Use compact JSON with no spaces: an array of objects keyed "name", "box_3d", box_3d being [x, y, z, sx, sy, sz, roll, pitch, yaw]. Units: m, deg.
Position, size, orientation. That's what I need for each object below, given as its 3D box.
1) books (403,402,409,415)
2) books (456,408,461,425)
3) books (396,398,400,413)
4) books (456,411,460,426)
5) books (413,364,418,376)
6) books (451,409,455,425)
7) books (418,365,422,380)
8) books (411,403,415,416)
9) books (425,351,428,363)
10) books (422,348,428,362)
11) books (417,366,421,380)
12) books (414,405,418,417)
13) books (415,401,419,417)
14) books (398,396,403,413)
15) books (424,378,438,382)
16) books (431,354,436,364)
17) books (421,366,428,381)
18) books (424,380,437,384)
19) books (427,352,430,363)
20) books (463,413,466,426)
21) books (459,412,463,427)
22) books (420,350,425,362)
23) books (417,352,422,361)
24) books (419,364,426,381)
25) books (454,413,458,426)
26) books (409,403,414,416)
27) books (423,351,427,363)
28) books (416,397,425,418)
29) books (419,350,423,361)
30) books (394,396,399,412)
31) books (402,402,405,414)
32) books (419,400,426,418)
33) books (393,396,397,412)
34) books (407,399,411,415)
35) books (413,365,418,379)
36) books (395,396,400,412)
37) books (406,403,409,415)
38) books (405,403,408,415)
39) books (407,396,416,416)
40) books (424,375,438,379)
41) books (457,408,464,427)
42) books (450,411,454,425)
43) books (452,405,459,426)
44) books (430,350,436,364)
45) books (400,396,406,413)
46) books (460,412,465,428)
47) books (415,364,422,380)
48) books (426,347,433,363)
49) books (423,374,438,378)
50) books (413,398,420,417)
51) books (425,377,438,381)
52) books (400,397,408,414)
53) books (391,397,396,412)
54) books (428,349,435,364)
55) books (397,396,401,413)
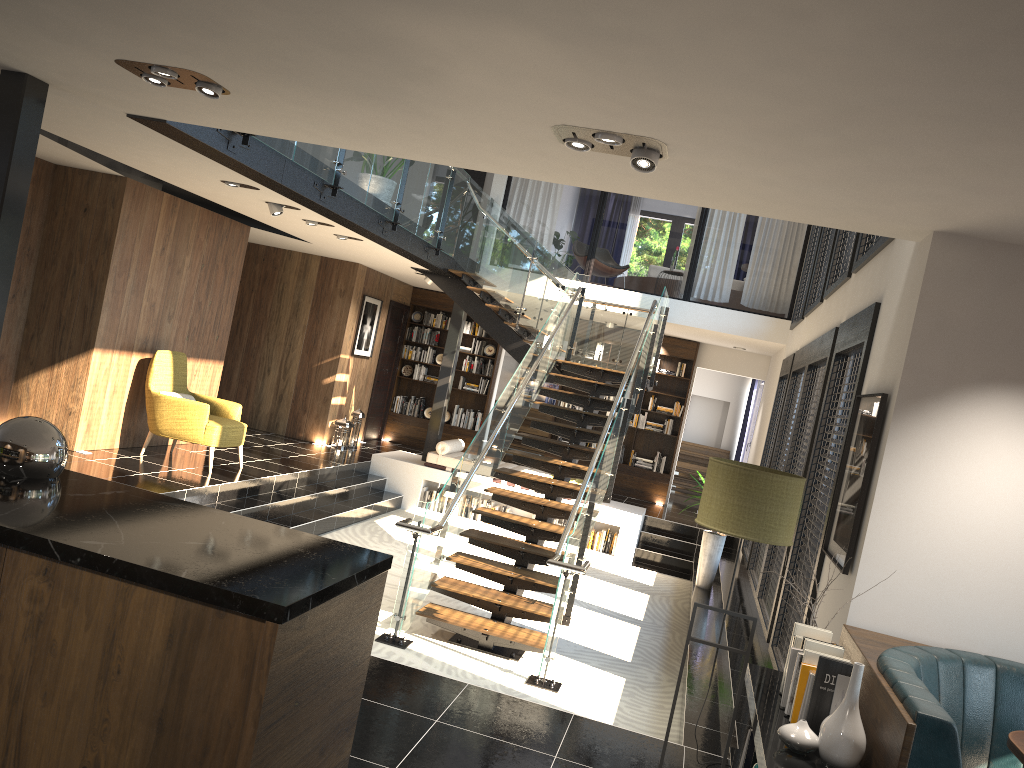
[{"name":"books","box_3d":[-1.826,0.420,15.336,0.021,0.217,0.220,12,1,12]},{"name":"books","box_3d":[-0.910,0.564,15.158,0.019,0.317,0.122,12,2,12]},{"name":"books","box_3d":[-1.940,0.369,15.362,0.022,0.269,0.216,12,1,12]},{"name":"books","box_3d":[-0.895,0.582,15.156,0.019,0.289,0.145,12,2,12]},{"name":"books","box_3d":[-1.658,-0.212,15.333,0.020,0.264,0.152,12,2,12]},{"name":"books","box_3d":[-0.984,0.569,15.172,0.024,0.278,0.135,12,2,12]},{"name":"books","box_3d":[-1.565,-0.193,15.306,0.024,0.265,0.148,12,2,12]},{"name":"books","box_3d":[-1.676,0.449,15.330,0.036,0.222,0.173,12,1,12]},{"name":"books","box_3d":[-1.444,-0.466,15.297,0.027,0.214,0.159,12,1,12]},{"name":"books","box_3d":[-1.491,-0.491,15.295,0.020,0.243,0.154,12,2,12]},{"name":"books","box_3d":[-1.592,-0.189,15.318,0.031,0.245,0.120,12,2,12]},{"name":"books","box_3d":[-1.629,0.466,15.319,0.033,0.208,0.192,12,1,12]},{"name":"books","box_3d":[-1.595,0.425,15.293,0.027,0.304,0.204,12,2,12]},{"name":"books","box_3d":[-1.904,0.358,15.353,0.015,0.306,0.222,12,1,12]},{"name":"books","box_3d":[-1.368,-0.059,15.264,0.266,0.021,0.152,12,1,11]},{"name":"books","box_3d":[-1.353,-0.430,15.266,0.015,0.181,0.136,12,1,12]},{"name":"books","box_3d":[-1.507,-0.175,15.304,0.030,0.253,0.138,12,2,12]},{"name":"books","box_3d":[-1.374,-0.034,15.263,0.262,0.032,0.155,12,1,14]},{"name":"books","box_3d":[-1.408,-0.457,15.279,0.018,0.211,0.157,12,1,12]},{"name":"books","box_3d":[-0.791,0.619,15.131,0.025,0.260,0.114,12,2,12]},{"name":"books","box_3d":[-0.854,0.610,15.151,0.033,0.250,0.115,12,2,12]},{"name":"books","box_3d":[-1.517,-0.477,15.273,0.016,0.206,0.205,12,1,12]},{"name":"books","box_3d":[-1.586,-0.472,15.315,0.026,0.167,0.173,12,1,12]},{"name":"books","box_3d":[-1.538,-0.194,15.292,0.032,0.279,0.133,12,2,12]},{"name":"books","box_3d":[-0.946,0.609,15.165,0.034,0.215,0.104,12,2,12]},{"name":"books","box_3d":[-1.709,0.442,15.338,0.034,0.223,0.209,12,1,12]},{"name":"books","box_3d":[-1.477,-0.462,15.279,0.025,0.194,0.172,12,1,12]},{"name":"books","box_3d":[-1.573,0.404,15.264,0.019,0.357,0.235,12,2,12]},{"name":"books","box_3d":[-1.542,-0.488,15.314,0.053,0.216,0.151,12,2,12]},{"name":"books","box_3d":[-1.982,0.354,15.385,0.014,0.282,0.232,12,1,12]},{"name":"books","box_3d":[-1.843,0.419,15.389,0.035,0.212,0.159,12,1,12]},{"name":"books","box_3d":[-1.543,0.430,15.281,0.042,0.316,0.193,12,2,12]},{"name":"books","box_3d":[-1.996,0.347,15.421,0.032,0.288,0.180,12,2,12]},{"name":"books","box_3d":[-1.747,0.404,15.325,0.017,0.282,0.232,12,1,12]},{"name":"books","box_3d":[-1.644,-0.205,15.293,0.026,0.257,0.192,12,1,12]},{"name":"books","box_3d":[-1.957,0.358,15.398,0.030,0.283,0.170,12,2,12]},{"name":"books","box_3d":[-1.772,0.429,15.342,0.026,0.222,0.209,12,1,12]},{"name":"books","box_3d":[-1.798,0.431,15.358,0.029,0.207,0.167,12,1,12]},{"name":"books","box_3d":[-1.729,0.378,15.304,0.016,0.341,0.217,12,2,12]},{"name":"books","box_3d":[-1.361,-0.110,15.251,0.293,0.016,0.174,12,1,11]},{"name":"books","box_3d":[-0.877,0.570,15.136,0.019,0.321,0.161,12,2,12]},{"name":"books","box_3d":[-1.008,0.581,15.185,0.023,0.245,0.135,12,2,12]},{"name":"books","box_3d":[-0.965,0.532,15.126,0.017,0.359,0.189,12,2,12]},{"name":"books","box_3d":[-1.362,-0.464,15.280,0.023,0.245,0.133,12,2,12]},{"name":"books","box_3d":[-1.882,0.365,15.382,0.018,0.302,0.195,12,2,12]},{"name":"books","box_3d":[-0.824,0.614,15.124,0.037,0.256,0.145,12,2,12]},{"name":"books","box_3d":[-1.618,-0.209,15.298,0.018,0.275,0.144,12,2,12]},{"name":"books","box_3d":[-1.421,-0.497,15.268,0.018,0.284,0.198,12,2,12]},{"name":"books","box_3d":[-1.359,-0.125,15.243,0.292,0.013,0.187,12,1,15]},{"name":"books","box_3d":[-1.645,0.405,15.303,0.016,0.322,0.219,12,2,12]},{"name":"books","box_3d":[-1.363,-0.086,15.264,0.243,0.033,0.142,12,1,8]},{"name":"books","box_3d":[-1.865,0.367,15.372,0.020,0.304,0.189,12,2,12]},{"name":"books","box_3d":[-2.031,0.353,15.421,0.032,0.262,0.195,12,1,12]},{"name":"books","box_3d":[-1.386,-0.477,15.263,0.021,0.260,0.197,12,1,12]},{"name":"books","box_3d":[-1.918,0.357,15.362,0.016,0.304,0.217,12,1,12]}]
